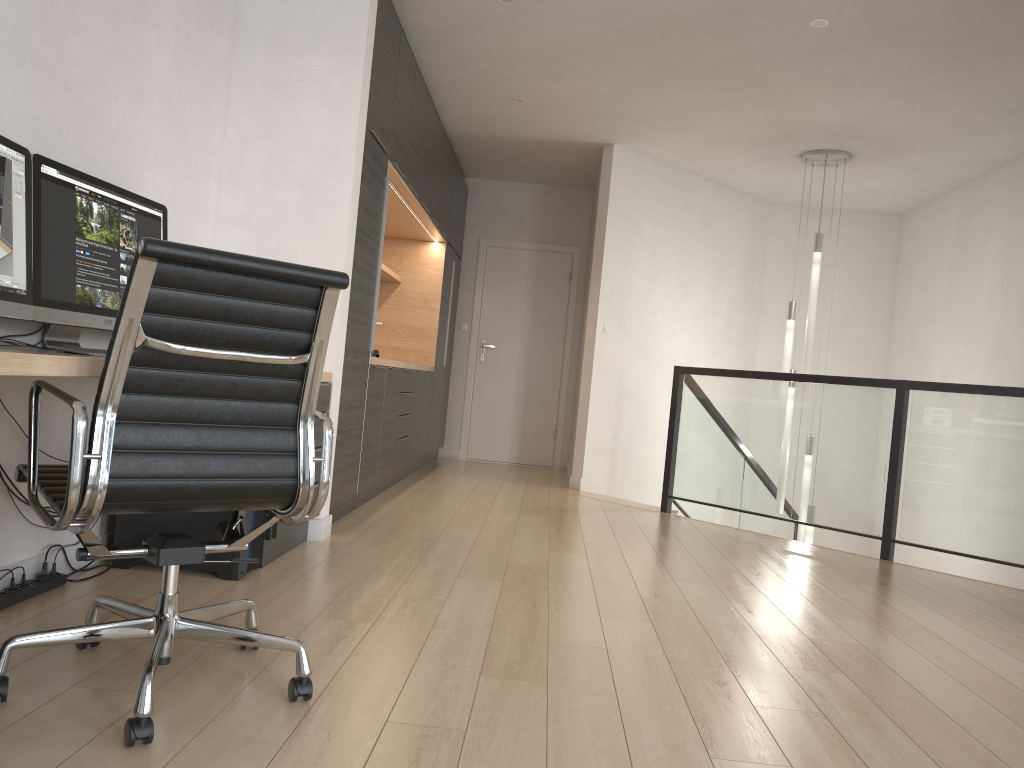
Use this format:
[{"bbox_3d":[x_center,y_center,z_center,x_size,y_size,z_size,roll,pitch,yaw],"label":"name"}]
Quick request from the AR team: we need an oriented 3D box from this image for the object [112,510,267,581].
[{"bbox_3d":[-1.140,0.406,3.206,0.474,0.527,0.215,5,0,2],"label":"object"}]

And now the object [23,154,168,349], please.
[{"bbox_3d":[-1.301,-0.365,2.777,0.190,0.535,0.716,5,0,7],"label":"object"}]

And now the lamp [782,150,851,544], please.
[{"bbox_3d":[2.280,-0.855,6.670,0.359,6.725,0.359,6,0,39],"label":"lamp"}]

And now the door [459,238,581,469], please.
[{"bbox_3d":[0.075,-0.290,8.489,0.974,2.136,0.085,5,0,2],"label":"door"}]

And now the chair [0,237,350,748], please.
[{"bbox_3d":[-0.799,0.206,2.053,0.664,0.991,0.699,5,0,-37],"label":"chair"}]

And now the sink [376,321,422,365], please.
[{"bbox_3d":[-0.960,-0.202,6.645,0.512,0.518,0.626,5,0,2],"label":"sink"}]

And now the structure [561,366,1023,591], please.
[{"bbox_3d":[2.682,2.204,6.107,2.823,4.339,4.190,5,0,-43],"label":"structure"}]

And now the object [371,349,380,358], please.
[{"bbox_3d":[-1.012,-0.371,5.120,0.584,0.398,0.618,5,0,3],"label":"object"}]
